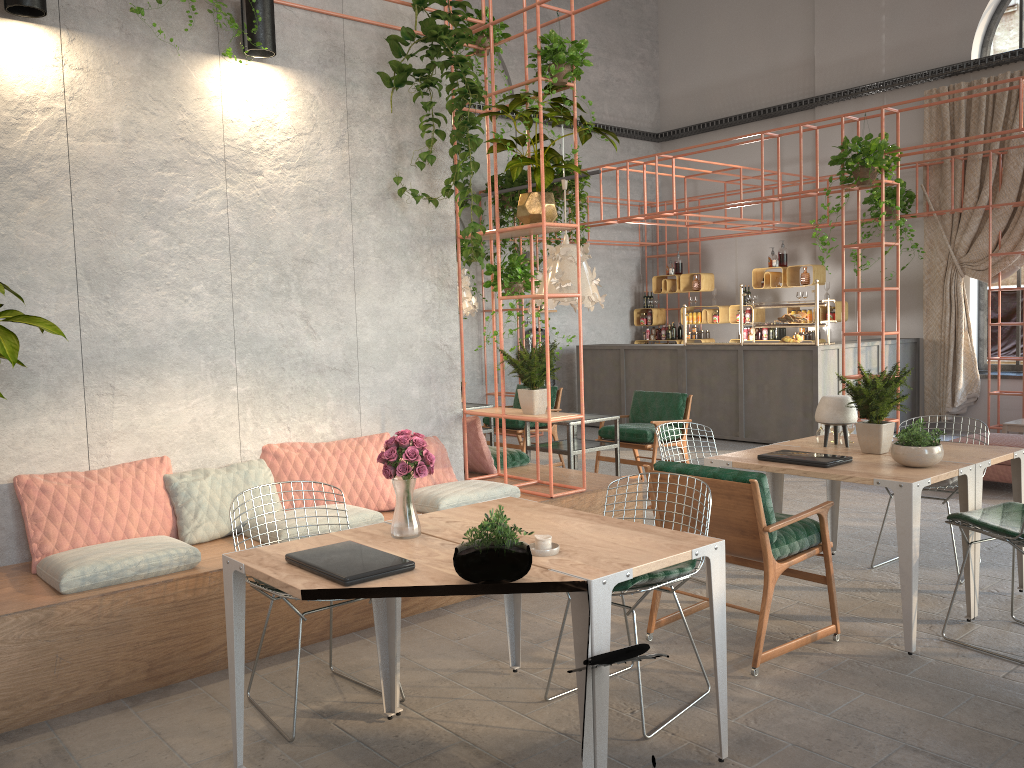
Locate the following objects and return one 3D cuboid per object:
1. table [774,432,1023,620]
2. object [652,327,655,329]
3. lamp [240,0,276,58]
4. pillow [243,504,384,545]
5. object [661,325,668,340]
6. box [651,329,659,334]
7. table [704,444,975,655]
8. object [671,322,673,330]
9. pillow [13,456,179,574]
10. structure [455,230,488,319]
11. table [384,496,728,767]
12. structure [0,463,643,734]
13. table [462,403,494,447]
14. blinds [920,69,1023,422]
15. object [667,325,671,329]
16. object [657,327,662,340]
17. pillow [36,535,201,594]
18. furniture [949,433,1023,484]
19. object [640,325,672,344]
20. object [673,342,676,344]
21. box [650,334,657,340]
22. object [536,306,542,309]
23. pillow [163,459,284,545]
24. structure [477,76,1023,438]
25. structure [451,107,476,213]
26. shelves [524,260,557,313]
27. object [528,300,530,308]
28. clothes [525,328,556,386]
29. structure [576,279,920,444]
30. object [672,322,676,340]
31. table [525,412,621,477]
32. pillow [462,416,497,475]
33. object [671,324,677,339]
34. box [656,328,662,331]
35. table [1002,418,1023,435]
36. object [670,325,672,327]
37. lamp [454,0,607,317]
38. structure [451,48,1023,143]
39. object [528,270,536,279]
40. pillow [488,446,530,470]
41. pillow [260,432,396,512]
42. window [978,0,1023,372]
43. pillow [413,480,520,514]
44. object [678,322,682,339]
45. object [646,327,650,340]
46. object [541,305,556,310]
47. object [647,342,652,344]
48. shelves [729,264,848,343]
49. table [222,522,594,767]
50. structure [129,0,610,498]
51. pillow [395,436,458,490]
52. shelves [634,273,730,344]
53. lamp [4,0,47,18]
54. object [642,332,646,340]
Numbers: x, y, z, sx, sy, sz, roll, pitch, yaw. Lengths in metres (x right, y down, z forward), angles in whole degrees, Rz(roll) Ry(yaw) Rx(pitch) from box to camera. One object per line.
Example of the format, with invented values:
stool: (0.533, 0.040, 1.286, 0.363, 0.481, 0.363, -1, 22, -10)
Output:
table: (2.283, 0.782, 5.297, 0.694, 0.830, 1.214, -5, 5, -40)
object: (2.373, -0.847, 14.853, 0.070, 0.209, 0.070, 1, 5, 32)
lamp: (-1.472, -2.612, 5.055, 0.179, 1.425, 0.185, -5, 5, -40)
pillow: (-1.112, 0.792, 4.990, 0.637, 0.149, 0.491, -5, 5, -39)
object: (2.498, -0.845, 14.496, 0.072, 0.248, 0.094, -5, 5, -40)
box: (2.368, -0.870, 14.689, 0.058, 0.093, 0.122, -4, 5, -29)
table: (1.755, 0.831, 4.845, 0.694, 0.830, 1.205, -5, 5, -40)
object: (2.622, -0.867, 14.476, 0.074, 0.287, 0.072, -2, 4, -8)
pillow: (-2.134, 0.660, 4.671, 0.276, 0.474, 0.839, 2, 5, 40)
structure: (-0.941, -1.670, 12.616, 0.950, 1.527, 0.921, -5, 6, -42)
table: (0.133, 0.981, 3.478, 0.694, 0.830, 1.214, -5, 5, -40)
structure: (-2.625, 0.984, 7.115, 4.386, 0.500, 5.831, -5, 5, -40)
table: (-0.595, 0.625, 9.170, 0.635, 0.798, 0.602, -5, 5, -40)
blinds: (7.042, -1.604, 9.915, 0.414, 4.389, 4.957, -5, 5, -39)
object: (2.554, -0.850, 14.541, 0.072, 0.248, 0.094, -5, 5, -40)
object: (2.424, -0.833, 14.576, 0.073, 0.219, 0.105, -5, 5, -34)
pillow: (-1.910, 0.866, 4.315, 0.637, 0.149, 0.491, -5, 5, -39)
furniture: (4.599, 0.709, 8.127, 0.941, 0.446, 0.976, -5, 5, -40)
object: (2.371, -0.712, 14.673, 0.084, 0.529, 0.711, -5, 5, -38)
object: (2.635, -0.644, 14.370, 0.058, 0.059, 0.058, -1, 4, 5)
box: (2.342, -0.774, 14.667, 0.058, 0.093, 0.122, -5, 5, -40)
object: (0.396, -1.225, 13.526, 0.081, 0.204, 0.081, -5, 5, -40)
pillow: (-1.629, 0.664, 5.072, 0.666, 0.385, 0.289, -6, 6, -45)
structure: (5.549, -0.954, 8.559, 4.157, 4.247, 14.689, -5, 5, -40)
structure: (-1.315, -3.085, 11.966, 0.856, 1.514, 1.939, 2, 6, 44)
shelves: (0.443, -1.482, 13.533, 0.560, 0.790, 0.186, -5, 5, -40)
object: (0.274, -1.195, 13.440, 0.055, 0.164, 0.092, -3, 4, -22)
clothes: (0.431, -0.366, 13.575, 0.366, 0.997, 0.625, 1, 5, 30)
structure: (3.279, -0.385, 12.834, 2.579, 2.022, 4.057, -5, 5, -40)
object: (2.616, -0.860, 14.355, 0.066, 0.291, 0.066, 1, 5, 34)
table: (0.541, 0.686, 7.834, 0.635, 0.798, 0.602, -5, 5, -40)
pillow: (-0.494, 0.454, 6.830, 0.839, 0.474, 0.276, 2, 5, 40)
object: (2.660, -0.860, 14.635, 0.072, 0.248, 0.094, -5, 5, -40)
box: (2.430, -0.875, 14.734, 0.058, 0.093, 0.122, -5, 5, -40)
table: (5.473, 0.623, 8.918, 0.520, 0.455, 0.916, -5, 5, -40)
object: (2.605, -0.855, 14.592, 0.072, 0.248, 0.094, -5, 5, -40)
lamp: (-0.738, -2.700, 8.957, 0.704, 4.052, 4.456, -5, 5, -40)
structure: (1.637, -3.429, 4.749, 15.603, 0.110, 15.203, -5, 5, -40)
object: (0.288, -1.631, 13.411, 0.136, 0.336, 0.145, -4, 5, -26)
pillow: (-0.236, 0.605, 7.197, 0.491, 0.149, 0.637, -5, 5, -39)
pillow: (-1.130, 0.571, 5.463, 0.839, 0.474, 0.276, -3, 4, -20)
window: (7.480, -2.871, 10.076, 0.089, 5.538, 4.127, -5, 5, -40)
pillow: (-0.337, 0.720, 5.645, 0.637, 0.149, 0.491, -5, 5, -39)
object: (2.742, -0.871, 14.473, 0.074, 0.287, 0.072, -2, 4, -8)
object: (2.261, -0.836, 14.752, 0.070, 0.209, 0.070, 2, 5, 40)
object: (0.561, -1.207, 13.667, 0.219, 0.149, 0.129, -5, 5, -40)
object: (2.318, -0.587, 14.948, 0.074, 0.243, 0.254, -3, 4, -10)
shelves: (3.989, -0.778, 12.901, 0.328, 1.838, 1.750, -5, 5, -40)
table: (-0.395, 1.030, 3.026, 0.694, 0.830, 1.205, -5, 5, -40)
structure: (-1.248, -1.033, 4.869, 4.501, 4.345, 14.096, -5, 6, -41)
pillow: (-0.653, 0.573, 5.898, 0.666, 0.385, 0.289, -6, 6, -45)
shelves: (2.747, -0.846, 14.363, 0.328, 1.838, 1.750, -5, 5, -40)
lamp: (-2.392, -2.527, 4.277, 0.179, 1.425, 0.185, -5, 5, -40)
object: (2.215, -0.801, 14.828, 0.073, 0.131, 0.073, -3, 4, -15)
